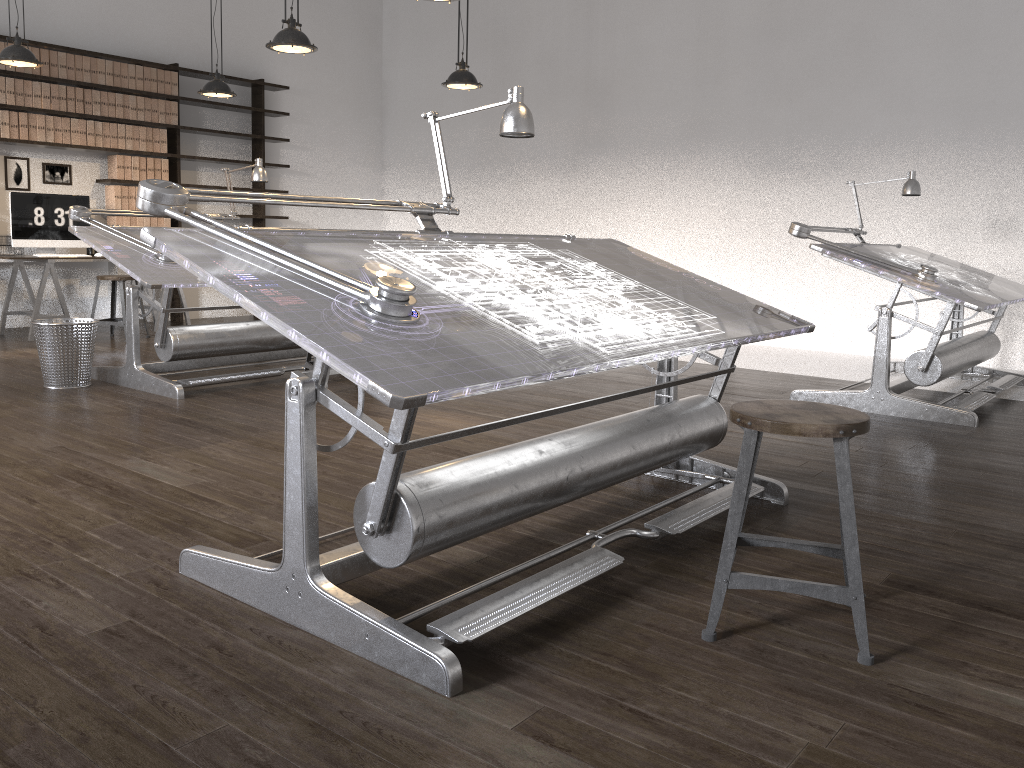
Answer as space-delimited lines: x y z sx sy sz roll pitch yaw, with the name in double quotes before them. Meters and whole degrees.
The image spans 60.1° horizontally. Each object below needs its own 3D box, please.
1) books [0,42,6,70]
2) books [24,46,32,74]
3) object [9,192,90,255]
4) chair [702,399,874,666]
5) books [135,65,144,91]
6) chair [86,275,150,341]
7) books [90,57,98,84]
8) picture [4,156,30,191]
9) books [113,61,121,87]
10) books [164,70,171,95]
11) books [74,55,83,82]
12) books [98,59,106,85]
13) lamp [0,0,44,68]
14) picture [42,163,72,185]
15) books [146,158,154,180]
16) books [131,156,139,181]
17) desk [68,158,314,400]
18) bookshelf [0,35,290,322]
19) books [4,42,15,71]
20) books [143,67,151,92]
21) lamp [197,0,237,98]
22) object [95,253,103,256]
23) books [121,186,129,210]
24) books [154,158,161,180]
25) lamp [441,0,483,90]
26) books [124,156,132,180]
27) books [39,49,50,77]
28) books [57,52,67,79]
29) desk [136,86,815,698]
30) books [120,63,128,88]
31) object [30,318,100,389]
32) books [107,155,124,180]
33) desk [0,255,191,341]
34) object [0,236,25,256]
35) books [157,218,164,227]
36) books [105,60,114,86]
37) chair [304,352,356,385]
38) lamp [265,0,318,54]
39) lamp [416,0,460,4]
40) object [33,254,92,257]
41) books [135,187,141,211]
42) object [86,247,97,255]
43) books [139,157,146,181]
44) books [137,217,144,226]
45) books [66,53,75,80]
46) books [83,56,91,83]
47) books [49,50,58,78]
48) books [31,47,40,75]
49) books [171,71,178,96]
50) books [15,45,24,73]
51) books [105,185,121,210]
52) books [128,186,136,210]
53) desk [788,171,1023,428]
"books" -4.223 -2.680 7.253 0.175 0.224 0.067 7 9 38
"books" -4.094 -2.704 7.415 0.175 0.224 0.067 7 9 38
"object" -3.892 -1.339 7.458 0.205 0.515 0.645 7 10 38
"chair" 0.670 0.325 2.123 0.372 0.525 0.360 4 8 17
"books" -3.479 -2.815 8.174 0.175 0.224 0.067 7 9 38
"chair" -3.221 -0.621 7.251 0.372 0.525 0.360 2 8 7
"books" -3.743 -2.768 7.852 0.175 0.224 0.067 7 9 38
"picture" -4.255 -1.807 7.614 0.022 0.283 0.202 6 9 37
"books" -3.615 -2.792 8.012 0.175 0.224 0.067 7 9 38
"books" -3.309 -2.848 8.396 0.175 0.224 0.067 7 9 38
"books" -3.828 -2.753 7.749 0.175 0.224 0.067 7 9 38
"books" -3.703 -2.775 7.900 0.175 0.224 0.067 7 9 38
"lamp" -3.380 -3.322 5.984 0.311 2.239 0.314 -2 7 -27
"picture" -4.044 -1.865 7.870 0.023 0.182 0.252 7 10 38
"books" -3.445 -2.012 8.335 0.175 0.224 0.067 7 9 38
"books" -3.537 -1.996 8.222 0.175 0.224 0.067 7 9 38
"desk" -1.640 -0.761 5.678 1.080 1.378 2.076 7 10 38
"bookshelf" -5.407 -1.114 6.116 0.374 3.187 9.210 7 10 38
"books" -4.175 -2.688 7.307 0.175 0.224 0.067 7 9 38
"books" -3.433 -2.823 8.230 0.175 0.224 0.067 7 9 38
"lamp" -2.409 -3.500 7.192 0.311 2.239 0.314 -2 7 -27
"object" -3.526 -1.104 7.567 0.106 0.028 0.059 8 11 35
"books" -3.614 -1.712 8.171 0.175 0.224 0.067 7 9 38
"books" -3.403 -2.021 8.396 0.175 0.224 0.067 7 9 38
"lamp" -0.346 -3.333 6.488 0.313 2.239 0.312 4 7 18
"books" -3.584 -1.988 8.170 0.175 0.224 0.067 7 9 38
"books" -4.004 -2.719 7.522 0.175 0.224 0.067 7 9 38
"books" -3.914 -2.736 7.636 0.175 0.224 0.067 7 9 38
"desk" 0.027 -0.223 2.686 1.080 1.378 2.076 7 10 38
"books" -3.573 -2.800 8.068 0.175 0.224 0.067 7 9 38
"object" -2.551 -0.175 5.072 0.353 0.375 0.355 -3 9 -30
"books" -3.629 -1.980 8.115 0.175 0.224 0.067 7 9 38
"desk" -3.605 -0.778 7.695 0.657 0.665 1.674 8 11 38
"object" -4.167 -1.131 7.236 0.204 0.160 0.285 6 10 30
"books" -3.404 -1.479 8.474 0.175 0.224 0.067 7 9 38
"books" -3.656 -2.783 7.955 0.175 0.224 0.067 7 9 38
"chair" -1.014 -0.213 5.114 0.372 0.525 0.360 -2 8 -23
"lamp" -1.317 -3.155 5.280 0.311 2.239 0.314 -2 7 -27
"lamp" -0.316 -2.905 3.959 0.311 2.252 0.314 -2 7 -27
"object" -3.710 -1.059 7.317 0.119 0.017 0.441 8 11 33
"books" -3.525 -1.728 8.278 0.175 0.224 0.067 7 9 38
"object" -3.711 -1.204 7.825 0.092 0.141 0.097 4 8 18
"books" -3.496 -2.004 8.280 0.175 0.224 0.067 7 9 38
"books" -3.530 -1.454 8.312 0.175 0.224 0.067 7 9 38
"books" -3.873 -2.745 7.694 0.175 0.224 0.067 7 9 38
"books" -3.782 -2.760 7.798 0.175 0.224 0.067 7 9 38
"books" -3.962 -2.729 7.584 0.175 0.224 0.067 7 9 38
"books" -4.055 -2.712 7.468 0.175 0.224 0.067 7 9 38
"books" -3.263 -2.855 8.448 0.175 0.224 0.067 7 9 38
"books" -4.130 -2.696 7.363 0.175 0.224 0.067 7 9 38
"books" -3.655 -1.704 8.113 0.175 0.224 0.067 7 9 38
"books" -3.572 -1.720 8.226 0.175 0.224 0.067 7 9 38
"desk" 2.518 -0.622 5.448 1.080 1.378 2.076 7 10 38
